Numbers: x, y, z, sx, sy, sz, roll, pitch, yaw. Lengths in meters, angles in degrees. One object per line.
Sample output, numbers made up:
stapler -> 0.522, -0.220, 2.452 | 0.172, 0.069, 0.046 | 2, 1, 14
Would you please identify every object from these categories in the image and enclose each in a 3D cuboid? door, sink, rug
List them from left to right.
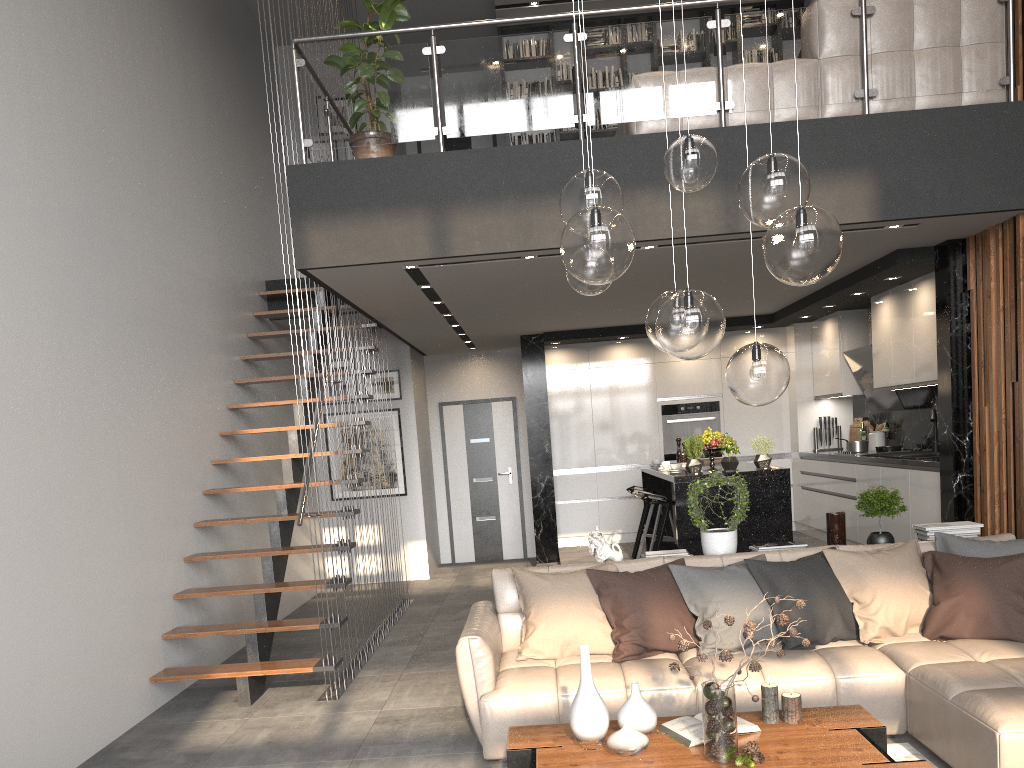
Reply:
door -> -0.607, -2.052, 10.808 | 0.975, 2.108, 0.167 | -4, 6, 2
door -> -0.363, 1.243, 11.142 | 0.975, 2.108, 0.167 | -4, 6, 2
rug -> 0.695, 1.716, 3.357 | 2.298, 0.020, 1.600 | -4, -3, 2
sink -> 3.392, 0.488, 7.318 | 0.498, 0.552, 1.106 | -4, -2, 2

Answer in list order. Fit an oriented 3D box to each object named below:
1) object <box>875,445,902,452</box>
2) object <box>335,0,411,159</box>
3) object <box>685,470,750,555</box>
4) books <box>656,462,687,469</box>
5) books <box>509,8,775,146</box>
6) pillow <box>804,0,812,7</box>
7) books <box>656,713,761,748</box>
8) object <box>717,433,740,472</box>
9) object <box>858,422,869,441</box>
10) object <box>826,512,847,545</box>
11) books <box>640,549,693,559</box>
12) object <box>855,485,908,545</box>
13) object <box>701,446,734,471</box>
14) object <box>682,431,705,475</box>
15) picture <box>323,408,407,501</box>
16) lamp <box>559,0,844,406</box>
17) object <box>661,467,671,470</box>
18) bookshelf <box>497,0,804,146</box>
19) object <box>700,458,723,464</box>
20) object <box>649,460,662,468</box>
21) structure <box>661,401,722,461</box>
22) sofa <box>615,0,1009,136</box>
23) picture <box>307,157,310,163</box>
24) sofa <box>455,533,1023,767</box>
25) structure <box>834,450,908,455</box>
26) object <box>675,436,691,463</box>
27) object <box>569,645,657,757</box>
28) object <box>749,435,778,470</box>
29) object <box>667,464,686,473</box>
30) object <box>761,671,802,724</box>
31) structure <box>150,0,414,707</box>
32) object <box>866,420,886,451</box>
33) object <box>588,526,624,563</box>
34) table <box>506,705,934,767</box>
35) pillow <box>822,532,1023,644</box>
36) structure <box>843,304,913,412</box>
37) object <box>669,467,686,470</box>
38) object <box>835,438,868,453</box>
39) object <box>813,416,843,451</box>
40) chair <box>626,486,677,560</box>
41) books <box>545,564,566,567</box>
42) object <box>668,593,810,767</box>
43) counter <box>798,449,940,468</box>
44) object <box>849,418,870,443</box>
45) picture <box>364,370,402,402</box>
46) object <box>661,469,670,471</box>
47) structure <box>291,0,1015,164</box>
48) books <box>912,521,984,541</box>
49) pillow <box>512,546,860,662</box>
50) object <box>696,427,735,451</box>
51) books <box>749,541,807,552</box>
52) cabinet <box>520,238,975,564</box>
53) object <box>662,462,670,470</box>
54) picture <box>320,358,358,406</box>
object -> 3.463, 0.604, 8.160 | 0.350, 0.061, 0.232 | -3, -3, -19
object -> -0.855, -2.045, 5.443 | 0.776, 1.487, 0.520 | -3, 5, 22
object -> 1.237, 0.803, 5.259 | 0.383, 0.583, 0.214 | -5, 5, -17
books -> 1.540, 0.774, 8.326 | 0.322, 0.038, 0.171 | -4, -3, 1
books -> 1.696, -2.589, 9.160 | 3.439, 2.362, 0.209 | -4, 6, 2
pillow -> 2.317, -2.147, 5.866 | 0.764, 0.553, 1.371 | -4, -2, 32
books -> 0.773, 1.345, 3.432 | 0.341, 0.040, 0.232 | -3, -3, -20
object -> 1.728, 0.542, 6.975 | 0.179, 0.316, 0.170 | -3, 4, 13
object -> 3.627, 0.535, 9.013 | 0.089, 0.286, 0.080 | -4, 5, 2
object -> 1.946, 0.901, 5.249 | 0.109, 0.271, 0.107 | -4, 5, 8
books -> 0.942, 1.070, 5.311 | 0.348, 0.101, 0.193 | -4, -1, 2
object -> 2.201, 0.810, 5.237 | 0.269, 0.413, 0.310 | -7, 3, -38
object -> 1.679, 0.631, 7.353 | 0.364, 0.190, 0.368 | -3, -2, -34
object -> 1.466, 0.535, 7.003 | 0.184, 0.373, 0.196 | -8, 5, -43
picture -> -1.663, 0.805, 9.938 | 0.872, 1.006, 0.024 | -4, 6, 2
lamp -> 0.448, -2.418, 2.809 | 1.231, 5.059, 1.213 | -4, 5, -1
object -> 1.398, 0.765, 7.942 | 0.027, 0.027, 0.130 | -5, -2, -39
bookshelf -> 1.699, -2.544, 9.174 | 3.522, 2.550, 0.244 | -4, 6, 2
object -> 2.026, 0.767, 8.758 | 0.290, 0.030, 0.399 | -4, -3, 1
object -> 1.429, 0.785, 8.620 | 0.154, 0.071, 0.155 | -3, -2, -30
structure -> 2.048, 0.550, 10.214 | 0.655, 0.639, 0.646 | -4, 1, 2
sofa -> 1.844, -1.857, 6.235 | 2.277, 0.790, 2.274 | -4, -2, 2
picture -> -2.118, -2.386, 9.620 | 0.333, 0.416, 0.024 | -4, 6, 2
sofa -> 1.348, 1.308, 4.182 | 3.244, 0.828, 1.865 | -4, -2, 2
structure -> 3.416, 0.653, 8.329 | 0.510, 0.061, 0.597 | -4, -3, 2
object -> 1.745, 0.662, 8.769 | 0.150, 0.287, 0.199 | -5, 3, -15
object -> 0.373, 1.188, 3.337 | 0.317, 0.403, 0.316 | -3, 2, 21
object -> 2.009, 0.536, 6.991 | 0.221, 0.287, 0.208 | -4, 3, 15
object -> 1.392, 0.715, 7.406 | 0.154, 0.071, 0.155 | -3, -2, -30
object -> 1.068, 1.239, 3.471 | 0.153, 0.213, 0.076 | -4, 5, 12
structure -> -1.842, -0.840, 6.994 | 1.179, 6.122, 3.557 | -4, 3, 2
object -> 3.622, 0.506, 8.684 | 0.175, 0.308, 0.156 | -4, 4, 5
object -> 0.570, 1.000, 5.292 | 0.208, 0.293, 0.134 | -3, 4, 21
table -> 0.710, 1.532, 3.211 | 1.453, 0.359, 0.892 | -4, -2, 2
pillow -> 2.353, 1.075, 4.501 | 1.389, 0.553, 0.753 | -6, -1, 32
structure -> 3.450, -0.253, 8.234 | 0.414, 1.043, 0.730 | -4, 3, 2
object -> 1.499, 0.762, 7.882 | 0.192, 0.012, 0.190 | -7, -4, 34
object -> 3.334, 0.595, 8.550 | 0.199, 0.155, 0.347 | -4, -2, -8
object -> 3.441, 0.539, 9.544 | 0.322, 0.377, 0.066 | -4, 6, 2
chair -> 1.333, 1.340, 8.040 | 0.434, 0.742, 1.718 | -4, -2, 2
books -> 0.270, 1.138, 5.321 | 0.294, 0.055, 0.182 | -5, -3, 6
object -> 0.864, 1.040, 3.160 | 0.538, 0.610, 0.316 | -5, 4, -27
counter -> 3.403, 0.649, 7.903 | 0.610, 0.040, 3.438 | -4, -3, 2
object -> 3.688, 0.525, 9.302 | 0.098, 0.334, 0.398 | -4, 0, 2
picture -> -1.455, 0.021, 9.853 | 0.410, 0.339, 0.024 | -4, 6, 2
object -> 1.456, 0.772, 7.919 | 0.228, 0.003, 0.227 | -4, -3, 2
structure -> 0.855, -1.734, 6.771 | 4.222, 0.747, 3.358 | -4, -3, 2
books -> 2.582, 0.908, 5.192 | 0.332, 0.152, 0.198 | -4, 0, 3
pillow -> 0.973, 1.182, 4.658 | 1.941, 0.506, 0.538 | -4, 1, 1
object -> 1.675, 0.464, 7.345 | 0.347, 0.217, 0.317 | -4, 0, -1
books -> 1.594, 1.013, 5.282 | 0.325, 0.100, 0.203 | -4, -2, 2
cabinet -> 1.874, 0.276, 8.050 | 3.621, 3.274, 6.166 | -4, -1, 2
object -> 1.406, 0.746, 7.987 | 0.083, 0.071, 0.077 | -5, 1, -39
picture -> -1.958, -0.025, 9.864 | 0.410, 0.512, 0.024 | -4, 6, 2
